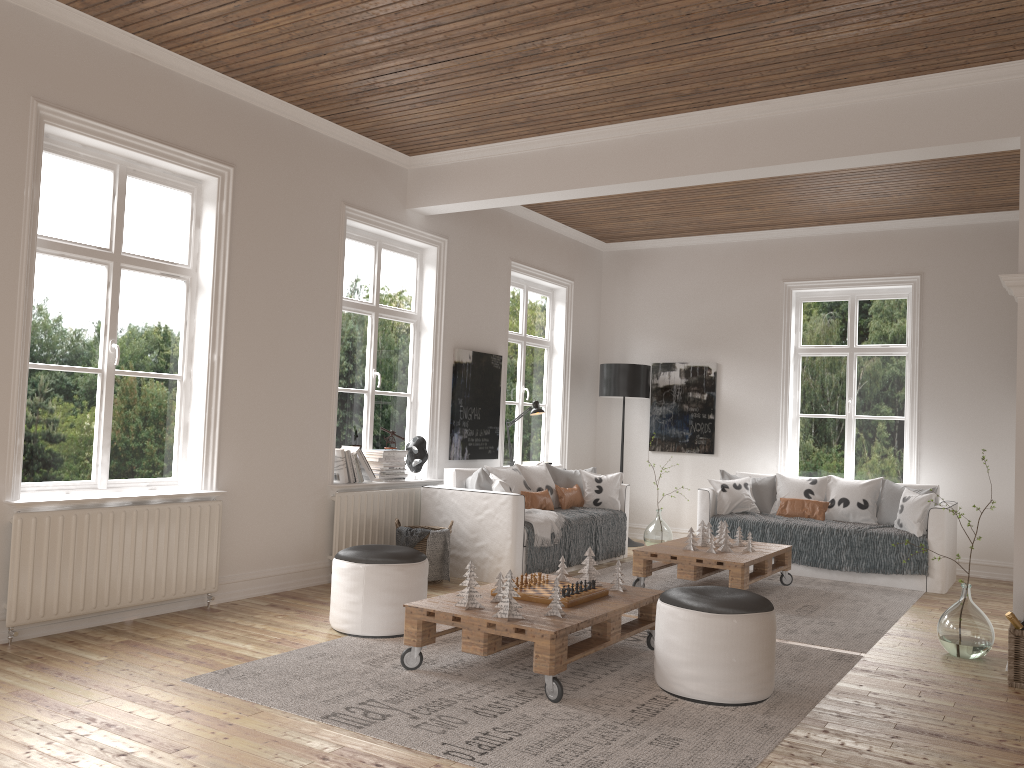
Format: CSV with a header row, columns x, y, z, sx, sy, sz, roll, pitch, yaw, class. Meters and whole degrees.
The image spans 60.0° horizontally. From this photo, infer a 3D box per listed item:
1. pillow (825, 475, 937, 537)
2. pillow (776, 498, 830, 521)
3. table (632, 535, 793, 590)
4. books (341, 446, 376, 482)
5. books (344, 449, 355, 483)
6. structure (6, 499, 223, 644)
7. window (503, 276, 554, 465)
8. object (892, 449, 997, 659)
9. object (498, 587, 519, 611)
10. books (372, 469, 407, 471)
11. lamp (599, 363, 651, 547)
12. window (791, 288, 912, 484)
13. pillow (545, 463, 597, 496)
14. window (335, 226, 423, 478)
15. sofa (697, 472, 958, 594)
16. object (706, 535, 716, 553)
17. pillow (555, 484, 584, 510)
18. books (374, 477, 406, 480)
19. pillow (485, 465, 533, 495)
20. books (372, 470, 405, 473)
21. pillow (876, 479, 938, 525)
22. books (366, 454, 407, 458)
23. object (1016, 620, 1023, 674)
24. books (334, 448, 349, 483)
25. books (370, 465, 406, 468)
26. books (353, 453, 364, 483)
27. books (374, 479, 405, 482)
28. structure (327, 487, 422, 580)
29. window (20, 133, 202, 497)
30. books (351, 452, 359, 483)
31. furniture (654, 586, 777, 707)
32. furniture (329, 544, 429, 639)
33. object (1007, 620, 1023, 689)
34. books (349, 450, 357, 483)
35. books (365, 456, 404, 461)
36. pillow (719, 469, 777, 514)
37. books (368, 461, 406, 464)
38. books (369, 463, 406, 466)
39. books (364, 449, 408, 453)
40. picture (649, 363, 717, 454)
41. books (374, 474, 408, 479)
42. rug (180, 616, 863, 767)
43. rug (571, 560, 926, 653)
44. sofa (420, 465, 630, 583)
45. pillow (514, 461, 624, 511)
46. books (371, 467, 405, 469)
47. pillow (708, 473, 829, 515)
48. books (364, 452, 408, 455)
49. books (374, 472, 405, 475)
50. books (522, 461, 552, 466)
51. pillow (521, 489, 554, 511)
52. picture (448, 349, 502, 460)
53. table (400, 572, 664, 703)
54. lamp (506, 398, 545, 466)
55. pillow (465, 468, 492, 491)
x,y,z,sx,sy,sz,roll,pitch,yaw,class
2.997,0.985,7.189,0.403,0.450,1.081,4,-3,-34,pillow
2.450,1.062,7.484,0.420,0.179,0.127,1,-3,34,pillow
1.460,1.329,6.392,0.821,0.300,1.189,1,-3,32,table
-1.112,0.574,6.367,0.176,0.255,0.226,1,-3,32,books
-1.197,0.574,6.221,0.172,0.235,0.112,1,-3,32,books
-2.055,1.050,4.671,0.095,0.829,1.223,1,-3,32,structure
0.118,-0.062,8.518,0.120,1.872,1.055,1,-3,32,window
2.314,0.895,4.743,0.515,1.117,0.275,2,-3,-1,object
-0.016,0.943,3.940,0.076,0.132,0.072,1,-3,32,object
-0.932,0.638,6.635,0.161,0.013,0.256,1,-3,32,books
1.087,0.691,8.750,0.499,1.754,0.499,1,-3,29,lamp
3.160,0.054,8.281,1.055,1.872,0.120,1,-3,32,window
0.507,0.921,7.839,0.546,0.437,0.292,4,-3,-25,pillow
-1.028,-0.190,6.684,0.120,1.872,1.055,1,-3,32,window
2.629,1.188,7.478,1.960,0.776,0.866,1,-3,32,sofa
1.378,1.101,6.125,0.068,0.124,0.072,2,-3,17,object
0.500,0.971,7.581,0.117,0.235,0.414,1,-3,32,pillow
-0.945,0.702,6.613,0.159,0.012,0.285,1,-3,32,books
-0.044,0.853,6.864,0.417,0.414,1.020,2,-3,14,pillow
-0.965,0.651,6.627,0.182,0.016,0.288,1,-3,32,books
3.194,1.002,7.154,0.292,0.437,0.546,4,-3,-25,pillow
-0.943,0.535,6.630,0.174,0.021,0.273,1,-3,32,books
2.498,1.225,4.297,0.095,0.377,0.095,3,-3,-22,object
-1.229,0.569,6.190,0.172,0.239,0.093,1,-3,32,books
-0.938,0.612,6.628,0.161,0.012,0.254,1,-3,32,books
-1.146,0.591,6.306,0.161,0.213,0.118,1,-3,32,books
-0.941,0.716,6.628,0.161,0.012,0.254,1,-3,32,books
-0.905,1.179,6.509,0.095,0.829,1.223,1,-3,32,structure
-2.176,-0.319,4.848,0.120,1.872,1.055,1,-3,32,window
-1.171,0.586,6.276,0.161,0.218,0.101,1,-3,32,books
0.892,1.131,3.903,0.518,0.430,0.518,1,-3,35,furniture
-0.715,1.103,4.785,0.518,0.430,0.518,4,-3,-37,furniture
2.515,1.295,4.205,0.276,0.270,0.276,1,-3,32,object
-1.182,0.577,6.250,0.152,0.232,0.104,1,-3,32,books
-0.968,0.557,6.620,0.180,0.028,0.296,1,-3,32,books
2.100,0.986,7.880,0.541,0.431,0.282,2,-3,6,pillow
-0.957,0.580,6.640,0.182,0.016,0.288,1,-3,32,books
-0.941,0.598,6.639,0.167,0.017,0.263,1,-3,32,books
-0.936,0.500,6.619,0.182,0.016,0.288,1,-3,32,books
1.721,0.238,8.953,0.680,0.908,0.041,1,-3,32,picture
-0.951,0.683,6.622,0.176,0.025,0.331,1,-3,32,books
0.217,1.328,4.162,2.254,0.003,2.474,1,-3,32,rug
1.566,1.480,6.320,2.254,0.003,2.474,1,-3,32,rug
0.176,1.076,7.247,0.866,0.776,1.960,1,-3,32,sofa
0.473,0.901,7.642,1.081,0.450,0.403,4,-3,-34,pillow
-0.950,0.624,6.621,0.159,0.012,0.285,1,-3,32,books
2.218,0.984,7.707,1.020,0.414,0.417,2,-3,14,pillow
-0.942,0.516,6.629,0.182,0.016,0.288,1,-3,32,books
-0.944,0.666,6.633,0.161,0.013,0.254,1,-3,32,books
0.244,0.763,8.497,0.190,0.028,0.239,1,-3,34,books
0.210,0.965,7.165,0.116,0.220,0.414,1,-3,33,pillow
-0.300,0.184,7.503,0.041,0.908,0.680,1,-3,32,picture
0.153,1.181,4.279,0.821,0.300,1.189,1,-3,32,table
0.104,0.478,8.073,0.439,0.703,0.196,1,-3,32,lamp
-0.216,0.840,6.747,0.282,0.431,0.541,2,-3,6,pillow
